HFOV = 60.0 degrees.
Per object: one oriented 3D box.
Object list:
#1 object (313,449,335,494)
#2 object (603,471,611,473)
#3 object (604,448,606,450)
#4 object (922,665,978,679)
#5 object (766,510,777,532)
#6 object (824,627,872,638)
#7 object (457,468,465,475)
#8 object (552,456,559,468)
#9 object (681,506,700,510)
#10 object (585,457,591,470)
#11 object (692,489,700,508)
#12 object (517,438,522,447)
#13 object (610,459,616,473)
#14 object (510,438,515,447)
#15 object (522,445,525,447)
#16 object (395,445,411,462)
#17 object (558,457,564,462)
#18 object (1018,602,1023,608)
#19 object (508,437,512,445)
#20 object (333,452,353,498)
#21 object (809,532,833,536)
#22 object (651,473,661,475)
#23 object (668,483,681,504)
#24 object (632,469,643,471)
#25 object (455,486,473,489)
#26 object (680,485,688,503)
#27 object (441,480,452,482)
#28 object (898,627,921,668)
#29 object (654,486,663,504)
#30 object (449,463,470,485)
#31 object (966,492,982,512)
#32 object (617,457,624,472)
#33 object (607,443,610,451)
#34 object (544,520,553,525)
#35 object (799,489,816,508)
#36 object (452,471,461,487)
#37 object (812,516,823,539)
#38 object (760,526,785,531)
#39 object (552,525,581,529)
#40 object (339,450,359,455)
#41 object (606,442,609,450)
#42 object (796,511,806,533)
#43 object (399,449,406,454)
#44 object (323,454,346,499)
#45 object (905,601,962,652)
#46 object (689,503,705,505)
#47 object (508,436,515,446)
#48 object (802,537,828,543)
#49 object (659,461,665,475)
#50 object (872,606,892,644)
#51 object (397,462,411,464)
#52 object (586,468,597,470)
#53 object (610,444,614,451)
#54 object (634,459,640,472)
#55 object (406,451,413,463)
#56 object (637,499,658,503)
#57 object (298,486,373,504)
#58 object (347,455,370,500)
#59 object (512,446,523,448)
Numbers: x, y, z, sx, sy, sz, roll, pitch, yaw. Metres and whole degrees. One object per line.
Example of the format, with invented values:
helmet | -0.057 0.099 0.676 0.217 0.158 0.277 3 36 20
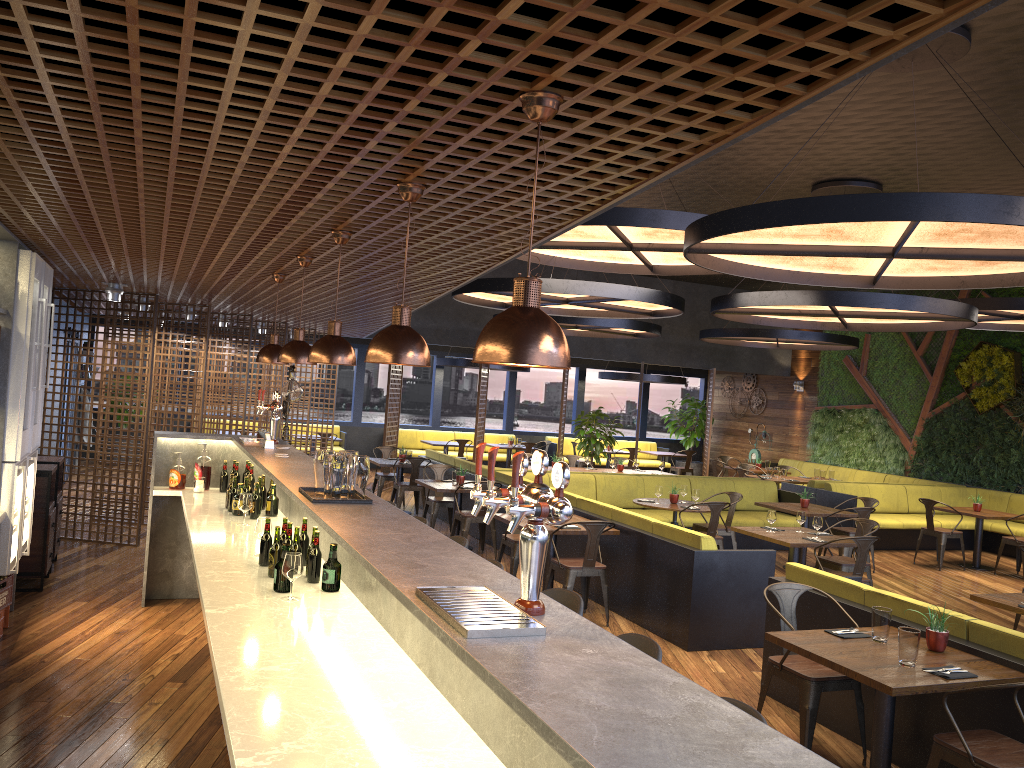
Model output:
object | -0.906 0.423 4.271 0.105 0.209 0.105 4 0 13
object | 1.514 1.392 13.957 0.157 0.019 0.255 4 0 -22
object | 2.037 1.461 19.992 0.255 0.019 0.157 4 0 -23
object | 2.085 1.378 4.253 0.255 0.019 0.157 4 0 -23
object | 2.542 1.345 8.694 0.097 0.206 0.097 4 0 -31
object | 1.864 1.365 4.879 0.255 0.019 0.157 4 0 -23
object | -0.638 1.135 10.945 0.102 0.178 0.102 4 0 -37
object | 0.679 1.202 13.966 0.238 0.271 0.260 4 0 -1
object | 2.024 1.409 10.120 0.157 0.019 0.255 4 0 -16
object | 1.221 1.279 14.323 0.097 0.206 0.097 4 0 23
object | 2.127 1.323 10.266 0.097 0.206 0.097 4 0 3
object | 0.148 1.235 18.776 0.102 0.178 0.102 4 0 -37
object | 1.601 1.305 14.113 0.097 0.206 0.097 4 0 23
object | -0.004 1.223 18.609 0.102 0.178 0.102 4 0 -37
object | 0.269 1.325 18.883 0.157 0.019 0.255 4 0 -23
object | -1.622 1.029 13.278 0.260 0.271 0.238 4 0 -21
object | 0.762 1.242 13.769 0.097 0.206 0.097 4 0 23
object | 3.494 1.491 5.914 0.157 0.019 0.255 4 0 -23
object | -0.047 1.222 18.965 0.102 0.178 0.102 4 0 -37
object | -0.803 0.430 4.183 0.105 0.209 0.105 4 0 13
object | 3.023 1.475 8.743 0.255 0.019 0.157 4 0 -22
object | 2.353 1.456 14.301 0.157 0.019 0.255 4 0 -22
object | 1.913 1.273 10.472 0.238 0.271 0.260 4 0 -1
object | 2.132 1.443 14.822 0.157 0.019 0.255 4 0 -22
object | -0.540 1.219 10.469 0.255 0.019 0.157 4 0 -23
object | 2.061 1.320 10.645 0.097 0.206 0.097 4 0 16
object | -0.751 1.207 11.072 0.255 0.019 0.157 4 0 -23
object | 1.935 1.287 4.330 0.102 0.178 0.102 4 0 13
object | 1.706 1.293 10.334 0.097 0.206 0.097 4 0 19
object | -0.610 1.089 10.801 0.260 0.271 0.238 4 0 -21
object | 6.377 1.610 12.164 0.260 0.271 0.238 4 0 17
object | 1.763 1.284 14.411 0.238 0.271 0.260 4 0 -1
object | 2.165 1.342 19.682 0.238 0.271 0.260 4 0 -1
object | 0.341 1.191 8.061 0.102 0.178 0.102 4 0 13
object | 3.661 1.405 11.037 0.260 0.271 0.238 4 0 13
object | -0.668 1.130 10.570 0.102 0.178 0.102 4 0 -37
object | 2.922 1.372 8.484 0.097 0.206 0.097 4 0 -31
object | 2.615 1.445 8.849 0.157 0.019 0.255 4 0 -22
object | 0.481 1.280 7.970 0.255 0.019 0.157 4 0 -23
object | -0.802 0.431 4.322 0.105 0.209 0.105 4 0 13
object | 2.150 1.388 19.865 0.102 0.178 0.102 4 0 -37
object | 2.875 1.370 8.823 0.097 0.206 0.097 4 0 -22
object | -1.662 1.073 13.451 0.102 0.178 0.102 4 0 -7
object | -0.816 0.429 4.061 0.105 0.209 0.105 4 0 13
object | 2.243 1.266 4.673 0.238 0.271 0.260 4 0 -17
object | 2.205 1.425 10.559 0.255 0.019 0.157 4 0 -20
object | -0.012 1.177 18.793 0.238 0.271 0.260 4 0 -1
object | 2.835 1.459 8.328 0.157 0.019 0.255 4 0 -22
object | 2.439 1.369 14.457 0.097 0.206 0.097 4 0 23
object | 1.977 1.293 4.753 0.102 0.178 0.102 4 0 -37
object | -1.564 1.158 12.975 0.255 0.019 0.157 4 0 -23
object | 1.294 1.379 14.478 0.157 0.019 0.255 4 0 -22
object | 2.193 1.390 19.509 0.102 0.178 0.102 4 0 -37
object | 2.060 1.342 14.667 0.097 0.206 0.097 4 0 23
object | -1.532 1.081 13.157 0.102 0.178 0.102 4 0 -17
object | 1.610 1.380 10.483 0.255 0.019 0.157 4 0 10
object | -0.836 0.523 4.177 0.273 0.019 0.437 4 0 -22
object | -0.712 0.436 4.091 0.105 0.209 0.105 4 0 13
object | 0.097 1.310 18.481 0.255 0.019 0.157 4 0 -23
